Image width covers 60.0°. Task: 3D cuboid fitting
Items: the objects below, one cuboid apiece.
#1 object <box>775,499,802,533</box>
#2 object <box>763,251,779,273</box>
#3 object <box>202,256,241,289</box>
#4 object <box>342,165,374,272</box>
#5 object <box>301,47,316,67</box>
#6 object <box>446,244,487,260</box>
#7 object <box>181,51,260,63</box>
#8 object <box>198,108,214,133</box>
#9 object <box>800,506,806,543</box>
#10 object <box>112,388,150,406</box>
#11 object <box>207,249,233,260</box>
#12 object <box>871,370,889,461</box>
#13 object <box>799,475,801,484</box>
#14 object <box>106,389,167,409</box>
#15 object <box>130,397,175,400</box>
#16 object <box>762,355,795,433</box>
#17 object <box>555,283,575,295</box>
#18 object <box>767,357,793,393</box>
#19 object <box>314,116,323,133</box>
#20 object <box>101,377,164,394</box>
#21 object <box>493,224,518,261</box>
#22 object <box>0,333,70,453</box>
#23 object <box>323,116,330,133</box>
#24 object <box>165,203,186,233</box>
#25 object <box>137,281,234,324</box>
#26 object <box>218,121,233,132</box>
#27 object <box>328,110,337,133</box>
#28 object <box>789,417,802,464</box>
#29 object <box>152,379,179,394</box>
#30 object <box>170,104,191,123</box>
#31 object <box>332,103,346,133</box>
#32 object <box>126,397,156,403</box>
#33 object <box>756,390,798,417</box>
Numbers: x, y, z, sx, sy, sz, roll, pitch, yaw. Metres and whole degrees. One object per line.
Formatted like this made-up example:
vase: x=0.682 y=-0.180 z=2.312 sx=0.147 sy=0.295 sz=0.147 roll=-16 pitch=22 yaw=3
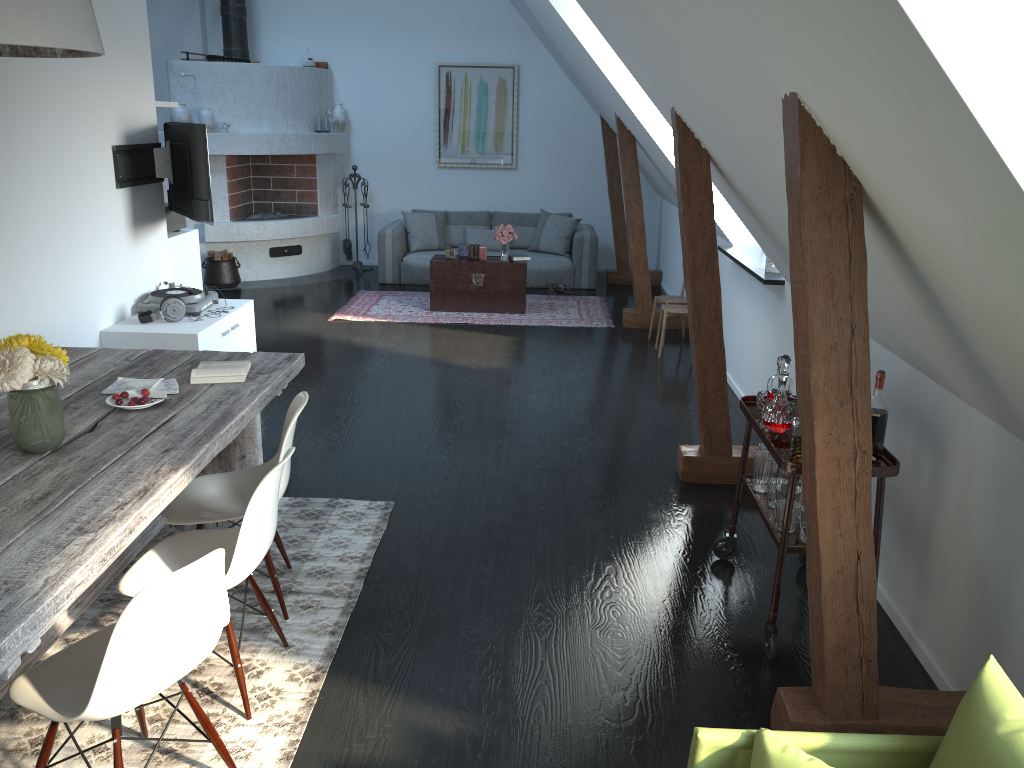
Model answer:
object: x=0.983 y=0.474 z=3.171 sx=0.092 sy=0.099 sz=0.092 roll=-5 pitch=18 yaw=-20
object: x=1.522 y=-0.895 z=5.237 sx=0.309 sy=0.461 sz=0.131 roll=7 pitch=18 yaw=19
object: x=-3.125 y=-1.202 z=9.554 sx=0.384 sy=0.313 sz=0.384 roll=10 pitch=19 yaw=27
object: x=-1.871 y=-1.992 z=10.655 sx=0.376 sy=1.245 sz=0.376 roll=-4 pitch=17 yaw=-17
object: x=-2.330 y=-3.731 z=10.132 sx=0.066 sy=0.221 sz=0.231 roll=11 pitch=19 yaw=31
object: x=-0.427 y=-1.288 z=8.608 sx=0.413 sy=0.138 sz=0.215 roll=5 pitch=17 yaw=13
object: x=-3.087 y=-3.462 z=9.413 sx=0.783 sy=0.094 sz=0.311 roll=-2 pitch=17 yaw=-12
object: x=-3.201 y=-2.748 z=9.297 sx=0.158 sy=0.274 sz=0.158 roll=15 pitch=22 yaw=39
object: x=1.046 y=0.491 z=3.081 sx=0.095 sy=0.119 sz=0.095 roll=-11 pitch=20 yaw=-35
object: x=-1.364 y=0.051 z=3.181 sx=0.132 sy=0.034 sz=0.144 roll=-7 pitch=18 yaw=-25
object: x=-3.137 y=-1.276 z=9.513 sx=0.240 sy=0.370 sz=0.270 roll=2 pitch=17 yaw=1
object: x=1.227 y=0.103 z=2.996 sx=0.081 sy=0.308 sz=0.081 roll=-1 pitch=17 yaw=-6
object: x=1.199 y=0.328 z=3.578 sx=0.087 sy=0.155 sz=0.087 roll=-7 pitch=18 yaw=-24
object: x=-1.351 y=0.061 z=3.194 sx=0.205 sy=0.024 sz=0.205 roll=-1 pitch=17 yaw=-6
object: x=-1.295 y=0.050 z=3.195 sx=0.194 sy=0.022 sz=0.019 roll=6 pitch=17 yaw=17
object: x=0.981 y=0.035 z=3.233 sx=0.114 sy=0.292 sz=0.114 roll=-7 pitch=18 yaw=-25
object: x=0.578 y=-1.034 z=9.608 sx=0.101 sy=0.090 sz=0.277 roll=-13 pitch=22 yaw=-39
object: x=1.064 y=-0.006 z=3.519 sx=0.087 sy=0.206 sz=0.087 roll=9 pitch=19 yaw=26
object: x=-2.195 y=-2.948 z=10.077 sx=0.092 sy=0.180 sz=0.092 roll=10 pitch=19 yaw=28
object: x=-1.447 y=0.004 z=3.386 sx=0.182 sy=0.016 sz=0.179 roll=0 pitch=17 yaw=-3
object: x=-0.072 y=-1.372 z=8.536 sx=0.234 sy=0.351 sz=0.235 roll=-12 pitch=21 yaw=-36
object: x=-1.465 y=0.025 z=2.702 sx=0.233 sy=0.365 sz=0.293 roll=-7 pitch=19 yaw=-26
object: x=-2.144 y=-2.991 z=10.224 sx=0.092 sy=0.180 sz=0.092 roll=9 pitch=18 yaw=24
object: x=-2.726 y=-1.222 z=6.582 sx=0.435 sy=0.211 sz=0.496 roll=2 pitch=17 yaw=1
object: x=-2.184 y=-0.551 z=5.916 sx=0.558 sy=0.162 sz=0.742 roll=1 pitch=17 yaw=-1
object: x=-3.025 y=-2.718 z=9.367 sx=0.161 sy=0.114 sz=0.064 roll=2 pitch=17 yaw=4
object: x=-2.095 y=-3.067 z=10.351 sx=0.081 sy=0.258 sz=0.150 roll=13 pitch=20 yaw=34
object: x=0.986 y=0.158 z=2.957 sx=0.101 sy=0.211 sz=0.101 roll=6 pitch=17 yaw=16
object: x=-1.364 y=0.012 z=3.368 sx=0.182 sy=0.014 sz=0.185 roll=-6 pitch=18 yaw=-23
object: x=-3.461 y=-2.765 z=9.267 sx=0.203 sy=0.314 sz=0.203 roll=-3 pitch=17 yaw=-14
object: x=-2.047 y=-3.138 z=10.516 sx=0.165 sy=0.368 sz=0.165 roll=-7 pitch=18 yaw=-25
object: x=-1.334 y=0.057 z=3.193 sx=0.110 sy=0.011 sz=0.058 roll=3 pitch=17 yaw=5
object: x=1.051 y=0.094 z=3.385 sx=0.245 sy=0.092 sz=0.151 roll=11 pitch=19 yaw=29
